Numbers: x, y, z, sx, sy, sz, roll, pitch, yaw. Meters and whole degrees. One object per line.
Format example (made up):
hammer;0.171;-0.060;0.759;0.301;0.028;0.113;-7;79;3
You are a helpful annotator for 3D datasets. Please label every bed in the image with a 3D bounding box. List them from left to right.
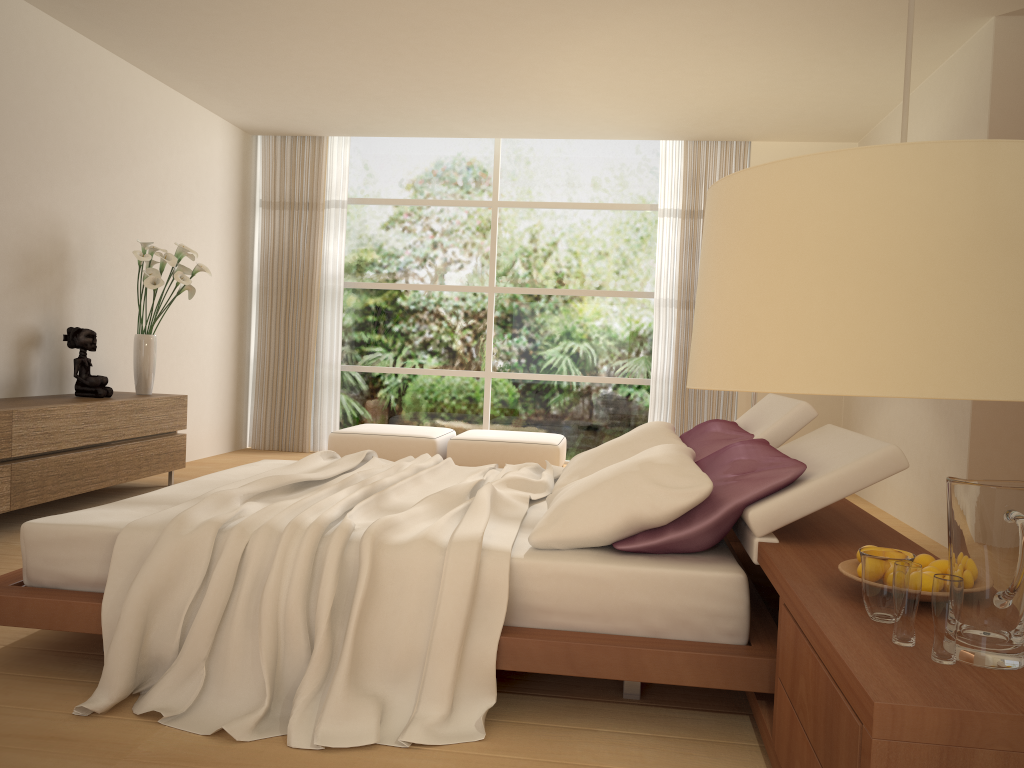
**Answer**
bed;-0.343;0.642;3.592;2.535;0.570;2.599;3;2;7

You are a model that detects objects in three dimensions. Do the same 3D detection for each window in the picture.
window;-0.201;-0.934;8.796;4.781;3.371;0.071;3;2;7

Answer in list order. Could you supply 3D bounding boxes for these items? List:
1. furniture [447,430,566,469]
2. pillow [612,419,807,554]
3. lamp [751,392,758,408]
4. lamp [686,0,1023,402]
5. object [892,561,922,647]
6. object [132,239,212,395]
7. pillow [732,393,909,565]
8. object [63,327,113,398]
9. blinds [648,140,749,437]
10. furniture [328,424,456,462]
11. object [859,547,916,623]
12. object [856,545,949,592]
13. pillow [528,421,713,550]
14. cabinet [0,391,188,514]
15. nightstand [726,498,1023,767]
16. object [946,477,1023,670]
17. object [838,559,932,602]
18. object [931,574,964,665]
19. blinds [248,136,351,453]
furniture;-0.024;0.619;7.842;0.965;0.346;0.964;3;2;7
pillow;0.699;0.350;3.498;0.575;0.369;1.683;3;2;7
lamp;1.764;-0.091;6.410;0.817;2.018;0.817;1;3;-40
lamp;0.469;-1.181;0.919;0.451;2.399;0.451;3;2;5
object;0.754;0.421;1.698;0.052;0.154;0.052;3;2;25
object;-2.430;-0.462;6.220;0.515;1.085;0.608;1;2;-35
pillow;1.029;0.292;3.464;0.461;0.457;1.779;3;2;6
object;-2.748;-0.141;5.772;0.282;0.453;0.181;3;2;7
blinds;1.720;-0.825;8.242;0.814;3.351;0.202;3;2;6
furniture;-1.051;0.571;7.972;0.965;0.346;0.964;3;2;7
object;0.779;0.422;1.852;0.110;0.141;0.110;1;3;-41
object;0.931;0.439;2.070;0.230;0.084;0.259;2;2;-23
pillow;0.430;0.352;3.526;0.561;0.339;1.720;3;2;7
cabinet;-2.894;0.450;4.645;0.588;0.662;3.713;3;2;7
nightstand;1.068;0.721;3.469;0.493;0.539;4.220;3;2;7
object;0.881;0.342;1.621;0.159;0.328;0.227;2;2;-24
object;0.933;0.467;2.054;0.337;0.053;0.337;3;2;21
object;0.785;0.425;1.604;0.052;0.154;0.052;3;2;25
blinds;-2.121;-1.006;8.781;0.950;3.352;0.211;3;2;6
